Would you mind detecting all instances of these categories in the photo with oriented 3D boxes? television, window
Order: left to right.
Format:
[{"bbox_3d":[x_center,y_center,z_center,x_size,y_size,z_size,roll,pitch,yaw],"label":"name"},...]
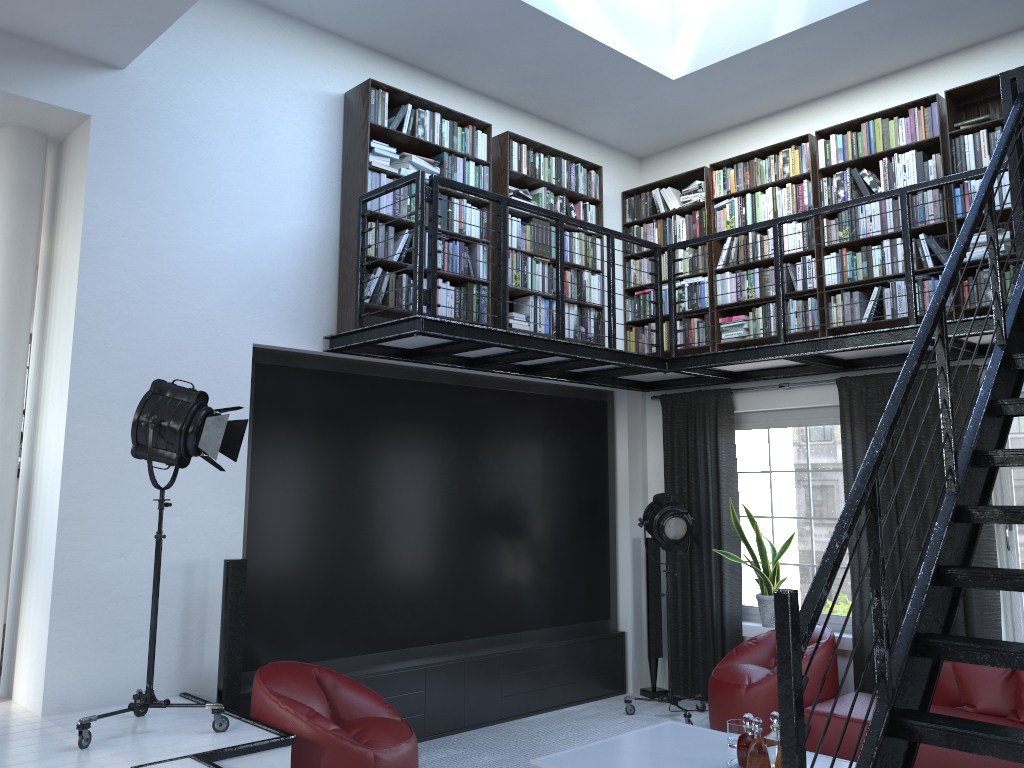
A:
[{"bbox_3d":[-6.428,0.053,10.621,1.295,1.467,0.132,8,-12,-43],"label":"window"},{"bbox_3d":[-0.349,1.119,6.140,3.344,2.441,0.116,7,-12,-43],"label":"television"},{"bbox_3d":[2.086,0.990,6.627,0.132,1.614,1.163,9,-12,-43],"label":"window"},{"bbox_3d":[3.462,0.815,5.185,0.132,1.614,1.163,9,-12,-43],"label":"window"}]

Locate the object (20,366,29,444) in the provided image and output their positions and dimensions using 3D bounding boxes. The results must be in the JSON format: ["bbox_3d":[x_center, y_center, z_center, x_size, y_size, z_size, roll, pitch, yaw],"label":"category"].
[{"bbox_3d":[-3.656,0.133,6.075,0.775,0.896,0.434,-2,-9,14],"label":"object"}]

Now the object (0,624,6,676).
[{"bbox_3d":[-3.125,1.573,5.241,0.454,0.249,0.388,6,-10,-37],"label":"object"}]

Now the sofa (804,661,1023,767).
[{"bbox_3d":[2.065,1.753,3.833,3.271,0.659,2.534,7,-10,-43],"label":"sofa"}]

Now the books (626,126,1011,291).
[{"bbox_3d":[2.554,-1.107,6.025,0.241,1.404,4.428,9,-11,-42],"label":"books"}]

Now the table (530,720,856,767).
[{"bbox_3d":[1.087,1.995,4.252,1.162,0.245,1.660,7,-10,-43],"label":"table"}]

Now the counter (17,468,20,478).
[{"bbox_3d":[-4.610,0.752,7.200,1.442,0.062,4.188,7,-10,-43],"label":"counter"}]

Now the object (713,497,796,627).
[{"bbox_3d":[1.721,1.315,6.589,0.525,0.945,0.551,6,-10,-32],"label":"object"}]

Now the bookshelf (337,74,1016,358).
[{"bbox_3d":[1.566,-1.162,5.087,3.080,1.625,4.462,7,-10,-43],"label":"bookshelf"}]

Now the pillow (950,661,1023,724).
[{"bbox_3d":[3.027,1.561,4.194,0.983,0.404,1.946,0,-7,-1],"label":"pillow"}]

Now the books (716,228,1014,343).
[{"bbox_3d":[2.823,-1.000,5.745,0.240,1.128,3.382,9,-11,-43],"label":"books"}]

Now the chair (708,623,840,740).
[{"bbox_3d":[1.713,1.960,5.840,0.830,0.715,0.826,-1,-8,8],"label":"chair"}]

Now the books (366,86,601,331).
[{"bbox_3d":[-0.180,-1.096,6.306,2.201,1.431,0.314,7,-11,-42],"label":"books"}]

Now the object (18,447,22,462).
[{"bbox_3d":[-4.116,0.642,7.438,0.082,0.224,0.082,-8,-12,41],"label":"object"}]

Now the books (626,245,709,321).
[{"bbox_3d":[2.558,-1.118,6.029,0.226,1.420,4.423,9,-11,-43],"label":"books"}]

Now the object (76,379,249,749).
[{"bbox_3d":[-1.525,0.761,4.051,0.544,1.588,0.607,0,-9,1],"label":"object"}]

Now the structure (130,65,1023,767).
[{"bbox_3d":[1.004,0.426,4.306,4.603,3.373,4.475,7,-11,-43],"label":"structure"}]

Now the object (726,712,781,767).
[{"bbox_3d":[1.350,1.732,4.296,0.511,0.296,1.005,6,-10,-40],"label":"object"}]

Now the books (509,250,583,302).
[{"bbox_3d":[1.677,-1.222,5.170,1.167,1.412,4.371,8,-11,-43],"label":"books"}]

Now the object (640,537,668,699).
[{"bbox_3d":[1.118,1.847,7.062,0.157,1.228,0.157,5,-10,-27],"label":"object"}]

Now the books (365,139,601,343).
[{"bbox_3d":[1.273,-1.266,4.817,2.199,1.417,4.364,7,-10,-44],"label":"books"}]

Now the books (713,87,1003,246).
[{"bbox_3d":[2.562,-1.401,6.084,0.213,0.832,2.629,9,-11,-43],"label":"books"}]

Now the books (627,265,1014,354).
[{"bbox_3d":[2.192,-1.162,5.712,1.282,1.437,4.422,7,-10,-41],"label":"books"}]

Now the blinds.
[{"bbox_3d":[2.075,1.153,6.299,0.125,2.399,2.500,9,-12,-43],"label":"blinds"}]

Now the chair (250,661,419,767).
[{"bbox_3d":[-0.880,1.779,4.420,0.829,0.715,0.827,-4,-9,26],"label":"chair"}]

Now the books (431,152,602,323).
[{"bbox_3d":[1.486,-1.107,5.008,1.594,1.146,4.323,8,-10,-44],"label":"books"}]

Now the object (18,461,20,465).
[{"bbox_3d":[-4.181,0.650,7.504,0.082,0.224,0.082,-7,-11,37],"label":"object"}]

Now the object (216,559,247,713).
[{"bbox_3d":[-1.495,1.542,4.635,0.157,1.228,0.157,-5,-10,27],"label":"object"}]

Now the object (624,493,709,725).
[{"bbox_3d":[2.105,1.519,5.849,2.901,1.587,0.750,-4,-10,30],"label":"object"}]

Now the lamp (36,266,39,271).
[{"bbox_3d":[-4.323,-1.026,7.751,0.328,0.025,0.327,6,-9,-38],"label":"lamp"}]

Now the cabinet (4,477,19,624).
[{"bbox_3d":[-4.605,1.335,7.097,1.496,1.178,4.157,8,-10,-43],"label":"cabinet"}]
